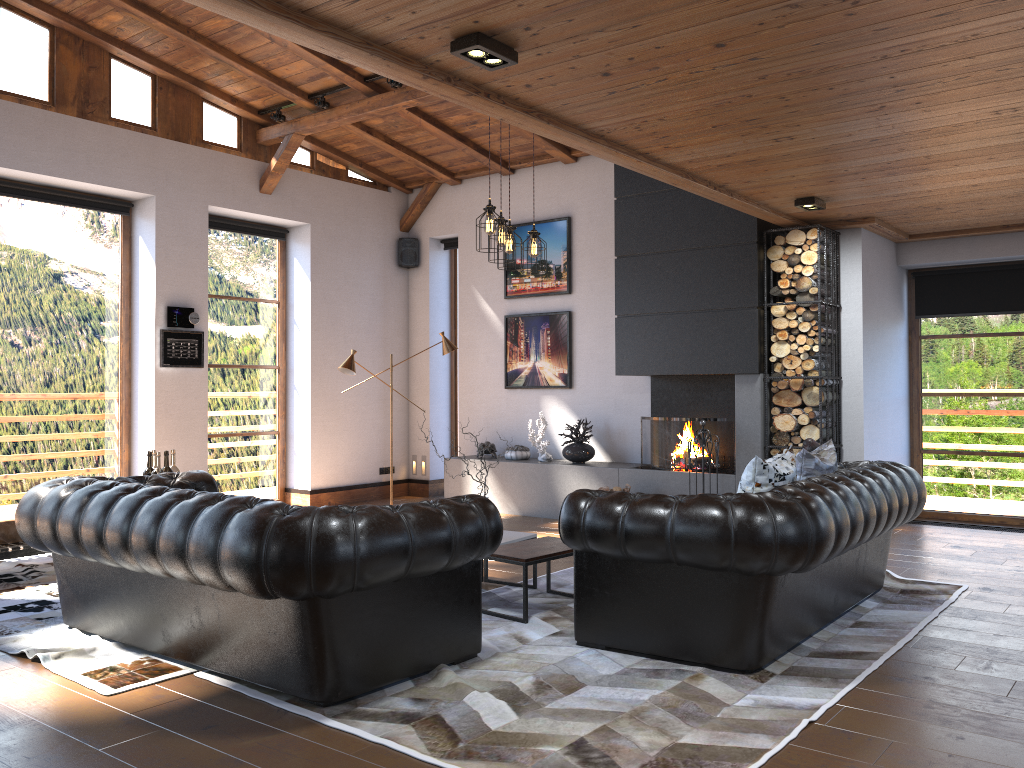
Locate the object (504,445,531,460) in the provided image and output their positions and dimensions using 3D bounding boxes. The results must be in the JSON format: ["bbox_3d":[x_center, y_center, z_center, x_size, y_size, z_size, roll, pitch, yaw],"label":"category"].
[{"bbox_3d":[0.055,0.723,9.390,0.277,0.160,0.262,-1,-1,40],"label":"object"}]

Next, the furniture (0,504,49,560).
[{"bbox_3d":[-3.279,1.113,6.753,1.162,0.437,2.791,-1,0,38],"label":"furniture"}]

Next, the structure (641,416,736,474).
[{"bbox_3d":[1.558,0.562,8.070,0.971,0.514,0.185,-1,-1,37],"label":"structure"}]

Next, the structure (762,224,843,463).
[{"bbox_3d":[2.478,0.006,7.543,0.496,2.617,0.518,-1,-1,38],"label":"structure"}]

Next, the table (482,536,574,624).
[{"bbox_3d":[0.151,1.126,5.179,0.395,0.350,0.658,-1,-1,43],"label":"table"}]

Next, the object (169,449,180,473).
[{"bbox_3d":[-2.233,0.575,5.840,0.088,0.286,0.086,1,-1,-42],"label":"object"}]

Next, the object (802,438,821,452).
[{"bbox_3d":[2.211,0.547,6.357,0.249,0.319,0.149,0,-1,-12],"label":"object"}]

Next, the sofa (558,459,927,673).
[{"bbox_3d":[1.452,0.883,4.971,1.225,0.838,2.595,-1,-1,37],"label":"sofa"}]

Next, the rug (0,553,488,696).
[{"bbox_3d":[-2.384,1.296,5.812,3.763,0.053,2.460,0,0,38],"label":"rug"}]

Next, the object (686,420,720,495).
[{"bbox_3d":[1.627,0.812,7.537,0.308,1.018,0.306,0,-1,-7],"label":"object"}]

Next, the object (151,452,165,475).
[{"bbox_3d":[-2.255,0.574,5.644,0.087,0.286,0.088,0,-1,15],"label":"object"}]

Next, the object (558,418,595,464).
[{"bbox_3d":[0.667,0.564,8.894,0.337,0.455,0.338,0,-1,-27],"label":"object"}]

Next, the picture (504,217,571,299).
[{"bbox_3d":[0.265,-1.350,9.582,0.869,0.816,0.036,-1,-1,37],"label":"picture"}]

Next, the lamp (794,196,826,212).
[{"bbox_3d":[2.242,-1.357,6.661,0.153,0.068,0.264,-1,0,38],"label":"lamp"}]

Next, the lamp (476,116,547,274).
[{"bbox_3d":[-0.032,-1.908,6.161,0.259,2.202,0.811,-1,-1,29],"label":"lamp"}]

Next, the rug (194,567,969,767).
[{"bbox_3d":[0.756,1.278,4.817,2.403,0.053,4.091,0,0,38],"label":"rug"}]

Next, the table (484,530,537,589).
[{"bbox_3d":[-0.185,1.129,5.481,0.396,0.350,0.657,-1,-1,33],"label":"table"}]

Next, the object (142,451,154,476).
[{"bbox_3d":[-2.333,0.575,5.709,0.088,0.286,0.087,0,-1,-13],"label":"object"}]

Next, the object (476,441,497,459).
[{"bbox_3d":[-0.268,0.713,9.612,0.227,0.183,0.404,0,0,-8],"label":"object"}]

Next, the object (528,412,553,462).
[{"bbox_3d":[0.285,0.540,9.104,0.258,0.532,0.428,0,-1,7],"label":"object"}]

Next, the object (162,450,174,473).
[{"bbox_3d":[-2.240,0.575,5.742,0.087,0.286,0.088,0,-1,15],"label":"object"}]

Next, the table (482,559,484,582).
[{"bbox_3d":[-0.545,1.132,5.724,0.395,0.350,0.658,-1,-1,38],"label":"table"}]

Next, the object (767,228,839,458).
[{"bbox_3d":[2.479,0.012,7.554,0.488,2.612,0.472,-1,-1,37],"label":"object"}]

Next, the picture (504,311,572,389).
[{"bbox_3d":[0.269,-0.355,9.563,0.869,0.816,0.036,-1,-1,37],"label":"picture"}]

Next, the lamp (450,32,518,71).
[{"bbox_3d":[-0.112,-1.364,3.626,0.153,0.068,0.264,-1,0,38],"label":"lamp"}]

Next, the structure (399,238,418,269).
[{"bbox_3d":[-1.241,-1.571,10.636,0.211,0.349,0.216,-1,-1,38],"label":"structure"}]

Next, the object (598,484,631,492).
[{"bbox_3d":[0.908,1.115,7.967,0.388,0.431,0.380,0,-1,-26],"label":"object"}]

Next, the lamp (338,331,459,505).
[{"bbox_3d":[-1.231,0.391,9.238,1.336,1.899,0.521,0,-1,-32],"label":"lamp"}]

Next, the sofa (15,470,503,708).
[{"bbox_3d":[-1.386,0.892,4.420,2.536,0.838,1.254,-1,-1,37],"label":"sofa"}]

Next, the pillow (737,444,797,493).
[{"bbox_3d":[1.367,0.572,4.790,0.280,0.469,0.534,-1,-1,41],"label":"pillow"}]

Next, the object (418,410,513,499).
[{"bbox_3d":[-0.235,0.551,5.496,0.627,0.808,0.401,0,-1,-41],"label":"object"}]

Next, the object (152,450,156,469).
[{"bbox_3d":[-2.344,0.575,5.801,0.088,0.286,0.086,1,-1,-40],"label":"object"}]

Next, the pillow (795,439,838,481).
[{"bbox_3d":[1.789,0.573,5.334,0.280,0.469,0.534,-1,-1,41],"label":"pillow"}]
